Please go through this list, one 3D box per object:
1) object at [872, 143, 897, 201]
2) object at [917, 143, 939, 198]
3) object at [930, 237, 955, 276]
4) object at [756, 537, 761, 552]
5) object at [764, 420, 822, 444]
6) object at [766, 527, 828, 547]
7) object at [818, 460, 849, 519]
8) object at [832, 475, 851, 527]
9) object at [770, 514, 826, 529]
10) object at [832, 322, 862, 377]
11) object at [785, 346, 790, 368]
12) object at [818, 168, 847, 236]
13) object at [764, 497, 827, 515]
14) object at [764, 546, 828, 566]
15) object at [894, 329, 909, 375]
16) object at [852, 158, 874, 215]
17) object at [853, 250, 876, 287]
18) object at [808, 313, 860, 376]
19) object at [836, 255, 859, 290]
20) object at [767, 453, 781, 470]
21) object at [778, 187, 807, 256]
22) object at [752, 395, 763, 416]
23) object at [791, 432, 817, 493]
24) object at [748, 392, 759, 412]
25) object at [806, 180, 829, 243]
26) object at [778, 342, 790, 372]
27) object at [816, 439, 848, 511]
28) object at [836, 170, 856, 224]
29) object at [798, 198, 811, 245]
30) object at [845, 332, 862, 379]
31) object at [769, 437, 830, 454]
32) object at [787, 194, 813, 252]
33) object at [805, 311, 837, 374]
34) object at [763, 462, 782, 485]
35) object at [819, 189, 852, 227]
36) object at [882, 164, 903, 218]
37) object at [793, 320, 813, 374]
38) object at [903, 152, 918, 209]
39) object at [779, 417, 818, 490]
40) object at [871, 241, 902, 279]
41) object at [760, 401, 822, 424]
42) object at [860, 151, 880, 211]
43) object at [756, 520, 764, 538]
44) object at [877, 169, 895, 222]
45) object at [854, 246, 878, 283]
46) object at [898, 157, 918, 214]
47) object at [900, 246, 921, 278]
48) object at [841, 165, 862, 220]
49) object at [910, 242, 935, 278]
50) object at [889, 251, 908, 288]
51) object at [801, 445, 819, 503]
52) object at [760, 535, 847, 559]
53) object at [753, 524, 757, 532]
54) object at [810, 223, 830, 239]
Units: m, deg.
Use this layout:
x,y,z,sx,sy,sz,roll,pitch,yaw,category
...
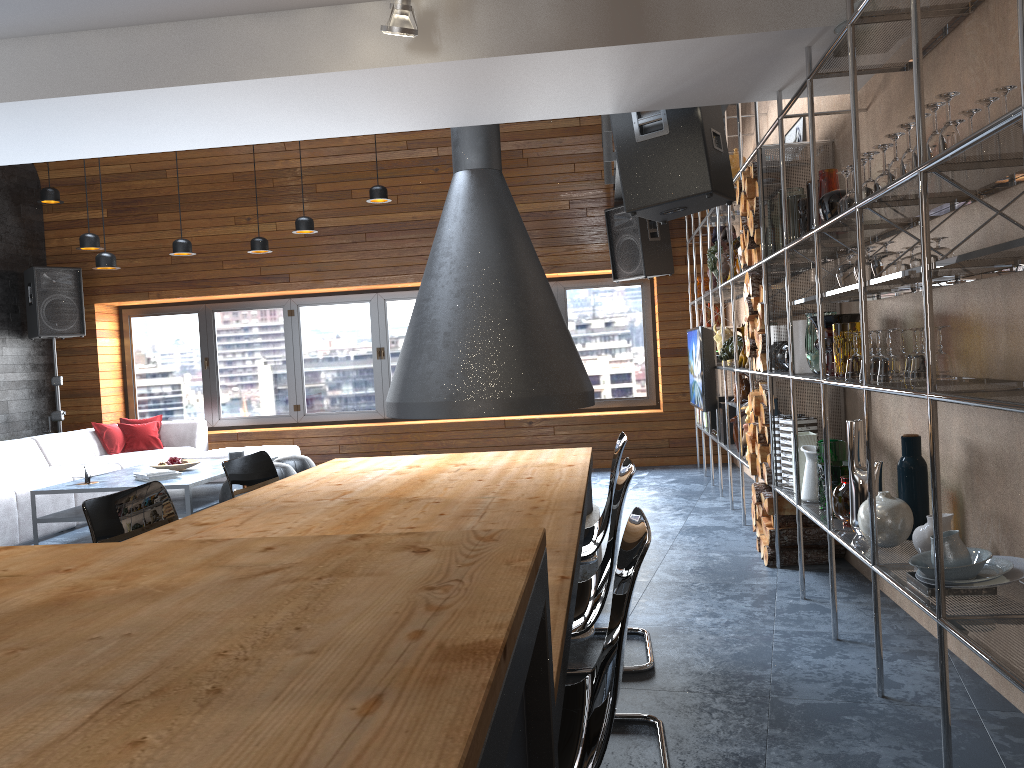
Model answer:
x,y,z,sx,sy,sz,roll,pitch,yaw,category
1.188,-0.665,2.824,0.070,0.184,0.071,-4,2,-18,object
1.333,-0.674,2.841,0.070,0.184,0.071,-4,2,-18,object
1.357,-0.401,2.820,0.092,0.124,0.092,-2,2,32,object
1.508,0.879,4.897,0.303,0.095,0.087,-3,2,6,object
1.456,0.240,4.543,0.309,0.121,0.111,-3,2,5,object
1.477,0.781,4.553,0.321,0.109,0.110,-3,2,7,object
1.343,0.431,3.603,0.161,0.219,0.157,-4,2,-37,object
1.318,0.453,3.440,0.145,0.188,0.145,-3,2,-2,object
1.490,0.672,4.589,0.288,0.135,0.109,-3,2,10,object
1.300,-0.132,3.408,0.120,0.206,0.120,-4,2,-36,object
1.374,-0.133,4.211,0.151,0.154,0.151,-3,2,10,object
1.272,-0.727,3.547,0.126,0.255,0.127,-5,2,-40,object
1.470,0.621,4.553,0.331,0.105,0.105,-3,2,3,object
1.459,0.883,4.564,0.312,0.110,0.103,-3,2,3,object
1.409,-0.112,3.201,0.081,0.170,0.081,-2,2,32,object
1.201,-0.672,3.022,0.070,0.184,0.071,-4,2,-18,object
1.248,-0.403,3.113,0.092,0.124,0.092,-2,2,32,object
1.321,-0.158,3.602,0.218,0.244,0.216,-3,2,-4,object
1.233,-0.406,3.239,0.092,0.124,0.092,-2,2,32,object
1.466,0.383,4.540,0.303,0.088,0.095,-3,2,4,object
1.359,-0.784,4.298,0.122,0.313,0.122,-2,2,27,object
1.450,0.108,4.656,0.362,0.115,0.098,-3,2,6,object
1.384,0.376,4.184,0.092,0.287,0.148,-3,2,6,object
1.474,0.093,4.932,0.299,0.119,0.151,-3,2,9,object
1.298,-0.742,3.776,0.092,0.268,0.092,-2,2,29,object
1.393,-0.135,4.385,0.150,0.146,0.148,-4,2,-14,object
1.367,0.386,3.782,0.125,0.295,0.130,-2,2,31,object
1.220,-0.679,3.226,0.070,0.184,0.071,-4,2,-18,object
1.311,-0.722,3.975,0.058,0.215,0.077,-2,2,33,object
1.258,-0.105,3.245,0.081,0.170,0.081,-2,2,32,object
1.486,0.300,4.594,0.286,0.143,0.143,-3,2,6,object
1.340,-0.748,4.140,0.113,0.253,0.112,-3,2,7,object
1.330,-0.174,3.798,0.144,0.264,0.142,-2,2,36,object
1.448,0.452,4.565,0.287,0.112,0.126,-3,2,6,object
1.256,-0.669,3.401,0.148,0.149,0.149,-5,2,-41,object
1.351,-0.683,3.139,0.070,0.184,0.071,-4,2,-18,object
1.364,-0.171,4.023,0.175,0.241,0.165,-2,2,42,object
1.336,-0.677,2.934,0.070,0.184,0.071,-4,2,-18,object
1.417,0.340,4.372,0.140,0.347,0.139,-4,2,-14,object
1.208,-0.394,2.863,0.092,0.124,0.092,-2,2,32,object
1.436,0.142,4.556,0.299,0.114,0.135,-3,2,4,object
1.183,-0.668,2.928,0.070,0.184,0.071,-4,2,-18,object
1.513,0.790,4.855,0.330,0.098,0.103,-3,2,3,object
1.376,-0.688,3.242,0.070,0.184,0.071,-4,2,-18,object
1.200,-0.397,2.985,0.092,0.124,0.092,-2,2,32,object
1.357,-0.681,3.038,0.070,0.184,0.071,-4,2,-18,object
1.383,-0.410,3.065,0.092,0.124,0.092,-2,2,32,object
1.203,-0.675,3.132,0.070,0.184,0.071,-4,2,-18,object
1.369,-0.405,2.940,0.092,0.124,0.092,-2,2,32,object
1.399,-0.415,3.216,0.092,0.124,0.092,-2,2,32,object
1.384,0.404,3.991,0.171,0.245,0.146,-2,2,36,object
1.532,0.866,4.657,0.428,0.131,0.154,-3,2,7,object
1.519,0.796,5.004,0.303,0.088,0.095,-3,2,4,object
1.290,-0.659,3.673,0.108,0.109,0.109,-2,2,32,object
